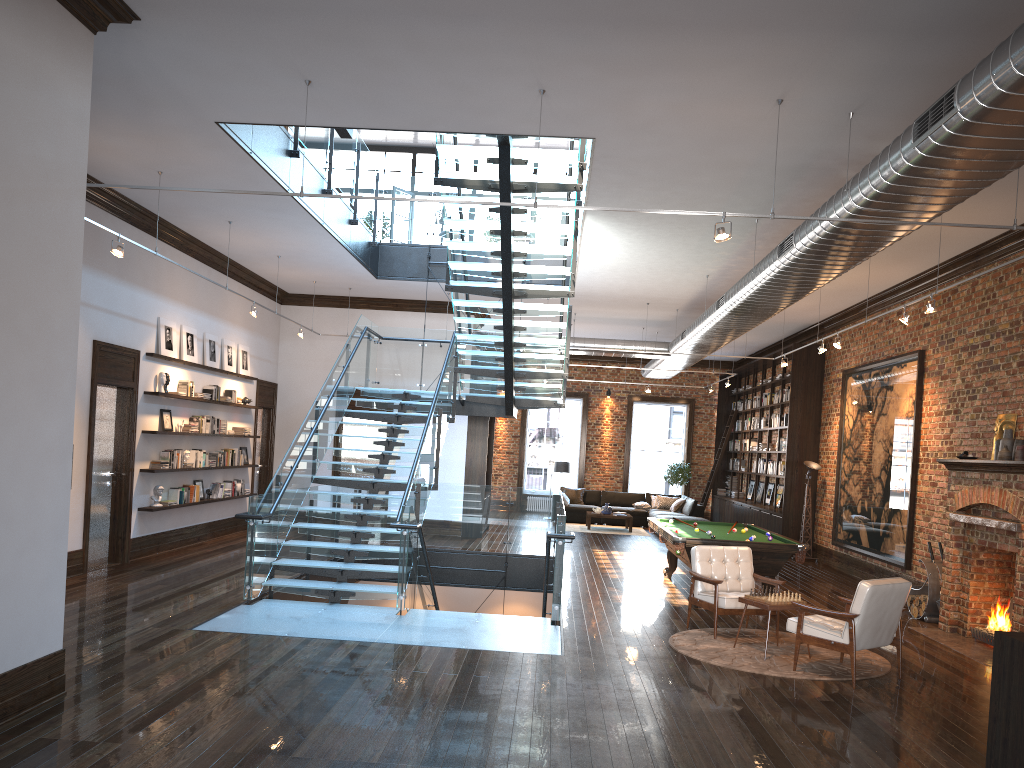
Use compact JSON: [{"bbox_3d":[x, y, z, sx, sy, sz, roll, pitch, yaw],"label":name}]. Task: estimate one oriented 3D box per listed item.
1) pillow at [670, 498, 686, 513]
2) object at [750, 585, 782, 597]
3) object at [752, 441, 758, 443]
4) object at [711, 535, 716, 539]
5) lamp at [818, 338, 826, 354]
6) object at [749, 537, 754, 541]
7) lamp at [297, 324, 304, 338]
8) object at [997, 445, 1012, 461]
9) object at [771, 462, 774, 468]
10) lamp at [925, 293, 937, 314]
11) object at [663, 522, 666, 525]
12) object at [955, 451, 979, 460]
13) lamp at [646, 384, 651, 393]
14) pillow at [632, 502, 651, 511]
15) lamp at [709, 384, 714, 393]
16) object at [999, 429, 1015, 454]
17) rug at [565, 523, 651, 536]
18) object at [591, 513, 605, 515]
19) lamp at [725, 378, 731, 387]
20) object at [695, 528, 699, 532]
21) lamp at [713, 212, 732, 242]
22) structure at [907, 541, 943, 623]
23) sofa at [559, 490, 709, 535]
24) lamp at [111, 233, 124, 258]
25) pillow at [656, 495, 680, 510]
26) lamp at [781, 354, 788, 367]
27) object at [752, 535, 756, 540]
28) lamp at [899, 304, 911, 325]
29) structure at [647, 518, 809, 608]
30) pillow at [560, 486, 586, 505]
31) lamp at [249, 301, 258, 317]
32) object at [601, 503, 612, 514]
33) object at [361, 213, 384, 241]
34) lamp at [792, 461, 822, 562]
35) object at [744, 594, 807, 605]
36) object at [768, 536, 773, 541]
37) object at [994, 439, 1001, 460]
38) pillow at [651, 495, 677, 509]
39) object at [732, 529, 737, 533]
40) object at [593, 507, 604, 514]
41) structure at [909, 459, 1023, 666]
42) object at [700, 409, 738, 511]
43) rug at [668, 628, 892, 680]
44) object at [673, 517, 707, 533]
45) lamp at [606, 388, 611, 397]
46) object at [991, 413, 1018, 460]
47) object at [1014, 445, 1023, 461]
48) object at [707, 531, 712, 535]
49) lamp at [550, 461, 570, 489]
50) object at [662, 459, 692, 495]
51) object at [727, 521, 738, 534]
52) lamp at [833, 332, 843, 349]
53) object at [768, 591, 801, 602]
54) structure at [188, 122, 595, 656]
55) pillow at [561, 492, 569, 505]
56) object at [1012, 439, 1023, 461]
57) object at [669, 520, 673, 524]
[{"bbox_3d":[4.006,2.942,21.447,0.314,0.355,0.630,3,-3,2],"label":"pillow"},{"bbox_3d":[2.359,1.913,8.223,0.335,0.101,0.075,5,-1,-22],"label":"object"},{"bbox_3d":[5.881,1.516,21.507,0.134,0.237,0.010,3,1,3],"label":"object"},{"bbox_3d":[2.389,1.824,10.533,0.057,0.057,0.057,3,-2,7],"label":"object"},{"bbox_3d":[4.428,-0.541,12.637,0.114,0.230,0.113,3,0,-18],"label":"lamp"},{"bbox_3d":[2.863,1.857,10.604,0.057,0.057,0.057,3,-2,8],"label":"object"},{"bbox_3d":[-3.477,-0.865,14.583,0.114,0.230,0.113,3,0,-42],"label":"lamp"},{"bbox_3d":[5.085,0.717,9.146,0.136,0.169,0.136,2,-2,45],"label":"object"},{"bbox_3d":[5.733,1.833,19.313,0.166,0.282,0.015,3,1,3],"label":"object"},{"bbox_3d":[4.262,-0.818,9.010,0.117,0.213,0.117,3,0,44],"label":"lamp"},{"bbox_3d":[2.089,1.923,12.162,0.057,0.057,0.057,3,-2,1],"label":"object"},{"bbox_3d":[4.984,0.784,9.709,0.237,0.105,0.237,3,-3,13],"label":"object"},{"bbox_3d":[3.462,0.108,22.512,0.114,0.230,0.113,3,0,-28],"label":"lamp"},{"bbox_3d":[3.204,3.018,21.923,0.409,0.204,0.612,3,-4,1],"label":"pillow"},{"bbox_3d":[4.819,0.107,21.387,0.113,0.230,0.114,3,0,42],"label":"lamp"},{"bbox_3d":[5.221,0.649,9.341,0.145,0.350,0.145,3,0,39],"label":"object"},{"bbox_3d":[2.062,3.319,20.274,2.021,0.003,2.119,3,-4,3],"label":"rug"},{"bbox_3d":[1.954,2.949,20.156,0.266,0.018,0.202,1,-5,26],"label":"object"},{"bbox_3d":[4.727,-0.041,19.383,0.114,0.230,0.114,3,0,-22],"label":"lamp"},{"bbox_3d":[2.386,1.889,11.444,0.057,0.057,0.057,2,-2,40],"label":"object"},{"bbox_3d":[1.551,-1.147,6.518,0.113,0.230,0.114,3,0,-8],"label":"lamp"},{"bbox_3d":[5.059,2.331,10.420,0.537,0.919,0.928,3,-2,3],"label":"structure"},{"bbox_3d":[2.691,3.000,20.903,3.499,0.804,3.457,3,-4,3],"label":"sofa"},{"bbox_3d":[-3.760,-1.319,8.460,0.114,0.230,0.113,3,0,-18],"label":"lamp"},{"bbox_3d":[3.861,2.933,21.921,0.611,0.361,0.288,3,-1,7],"label":"pillow"},{"bbox_3d":[4.521,-0.388,14.700,0.113,0.230,0.114,3,0,17],"label":"lamp"},{"bbox_3d":[2.960,1.881,10.862,0.057,0.057,0.057,2,-2,42],"label":"object"},{"bbox_3d":[4.292,-0.759,9.698,0.114,0.230,0.113,3,0,-23],"label":"lamp"},{"bbox_3d":[2.659,2.311,11.554,1.552,0.851,2.963,3,-4,3],"label":"structure"},{"bbox_3d":[1.494,2.798,22.245,0.700,0.440,0.305,3,-1,3],"label":"pillow"},{"bbox_3d":[-3.583,-1.036,12.281,0.114,0.230,0.113,4,0,-43],"label":"lamp"},{"bbox_3d":[2.174,2.858,20.320,0.215,0.251,0.215,2,-2,36],"label":"object"},{"bbox_3d":[-3.056,-2.958,19.691,0.814,1.865,0.798,3,0,-39],"label":"object"},{"bbox_3d":[5.360,2.298,15.980,0.425,1.827,0.506,3,0,8],"label":"lamp"},{"bbox_3d":[2.404,1.970,8.104,0.389,0.028,0.388,5,-4,-22],"label":"object"},{"bbox_3d":[3.155,1.890,10.836,0.057,0.057,0.057,3,-2,25],"label":"object"},{"bbox_3d":[5.231,0.710,9.487,0.118,0.250,0.118,3,0,-39],"label":"object"},{"bbox_3d":[3.794,2.969,22.104,0.703,0.338,0.270,3,-1,3],"label":"pillow"},{"bbox_3d":[2.951,1.944,11.755,0.057,0.057,0.057,4,-2,-32],"label":"object"},{"bbox_3d":[1.968,2.880,20.165,0.218,0.159,0.219,1,-3,45],"label":"object"},{"bbox_3d":[4.885,1.733,8.994,0.887,1.906,2.002,3,-2,3],"label":"structure"},{"bbox_3d":[5.250,2.167,22.880,0.896,3.077,0.495,3,1,3],"label":"object"},{"bbox_3d":[2.449,2.475,8.219,1.969,0.015,1.975,3,-4,4],"label":"rug"},{"bbox_3d":[2.442,1.940,12.231,0.028,0.072,1.608,3,-4,-5],"label":"object"},{"bbox_3d":[2.623,0.241,24.032,0.126,0.237,0.155,3,-1,3],"label":"lamp"},{"bbox_3d":[5.365,0.593,9.732,0.125,0.536,0.409,3,-1,3],"label":"object"},{"bbox_3d":[5.176,0.711,9.044,0.081,0.178,0.082,3,0,45],"label":"object"},{"bbox_3d":[2.481,1.873,11.144,0.057,0.057,0.057,4,-2,-27],"label":"object"},{"bbox_3d":[1.102,2.668,22.164,0.685,1.467,0.420,3,0,32],"label":"lamp"},{"bbox_3d":[4.378,2.945,23.724,0.811,1.865,0.801,3,0,11],"label":"object"},{"bbox_3d":[3.036,1.973,12.204,0.028,0.072,1.611,3,-4,19],"label":"object"},{"bbox_3d":[4.399,-0.590,11.972,0.113,0.230,0.114,3,0,32],"label":"lamp"},{"bbox_3d":[2.457,1.902,7.984,0.335,0.101,0.075,5,-1,-22],"label":"object"},{"bbox_3d":[-0.922,0.727,11.119,3.575,14.496,7.048,3,0,3],"label":"structure"},{"bbox_3d":[1.298,2.835,21.867,0.244,0.305,0.574,3,-3,4],"label":"pillow"},{"bbox_3d":[5.240,0.691,9.159,0.120,0.242,0.120,3,0,22],"label":"object"},{"bbox_3d":[2.286,1.974,12.722,0.057,0.057,0.057,3,-2,4],"label":"object"}]
